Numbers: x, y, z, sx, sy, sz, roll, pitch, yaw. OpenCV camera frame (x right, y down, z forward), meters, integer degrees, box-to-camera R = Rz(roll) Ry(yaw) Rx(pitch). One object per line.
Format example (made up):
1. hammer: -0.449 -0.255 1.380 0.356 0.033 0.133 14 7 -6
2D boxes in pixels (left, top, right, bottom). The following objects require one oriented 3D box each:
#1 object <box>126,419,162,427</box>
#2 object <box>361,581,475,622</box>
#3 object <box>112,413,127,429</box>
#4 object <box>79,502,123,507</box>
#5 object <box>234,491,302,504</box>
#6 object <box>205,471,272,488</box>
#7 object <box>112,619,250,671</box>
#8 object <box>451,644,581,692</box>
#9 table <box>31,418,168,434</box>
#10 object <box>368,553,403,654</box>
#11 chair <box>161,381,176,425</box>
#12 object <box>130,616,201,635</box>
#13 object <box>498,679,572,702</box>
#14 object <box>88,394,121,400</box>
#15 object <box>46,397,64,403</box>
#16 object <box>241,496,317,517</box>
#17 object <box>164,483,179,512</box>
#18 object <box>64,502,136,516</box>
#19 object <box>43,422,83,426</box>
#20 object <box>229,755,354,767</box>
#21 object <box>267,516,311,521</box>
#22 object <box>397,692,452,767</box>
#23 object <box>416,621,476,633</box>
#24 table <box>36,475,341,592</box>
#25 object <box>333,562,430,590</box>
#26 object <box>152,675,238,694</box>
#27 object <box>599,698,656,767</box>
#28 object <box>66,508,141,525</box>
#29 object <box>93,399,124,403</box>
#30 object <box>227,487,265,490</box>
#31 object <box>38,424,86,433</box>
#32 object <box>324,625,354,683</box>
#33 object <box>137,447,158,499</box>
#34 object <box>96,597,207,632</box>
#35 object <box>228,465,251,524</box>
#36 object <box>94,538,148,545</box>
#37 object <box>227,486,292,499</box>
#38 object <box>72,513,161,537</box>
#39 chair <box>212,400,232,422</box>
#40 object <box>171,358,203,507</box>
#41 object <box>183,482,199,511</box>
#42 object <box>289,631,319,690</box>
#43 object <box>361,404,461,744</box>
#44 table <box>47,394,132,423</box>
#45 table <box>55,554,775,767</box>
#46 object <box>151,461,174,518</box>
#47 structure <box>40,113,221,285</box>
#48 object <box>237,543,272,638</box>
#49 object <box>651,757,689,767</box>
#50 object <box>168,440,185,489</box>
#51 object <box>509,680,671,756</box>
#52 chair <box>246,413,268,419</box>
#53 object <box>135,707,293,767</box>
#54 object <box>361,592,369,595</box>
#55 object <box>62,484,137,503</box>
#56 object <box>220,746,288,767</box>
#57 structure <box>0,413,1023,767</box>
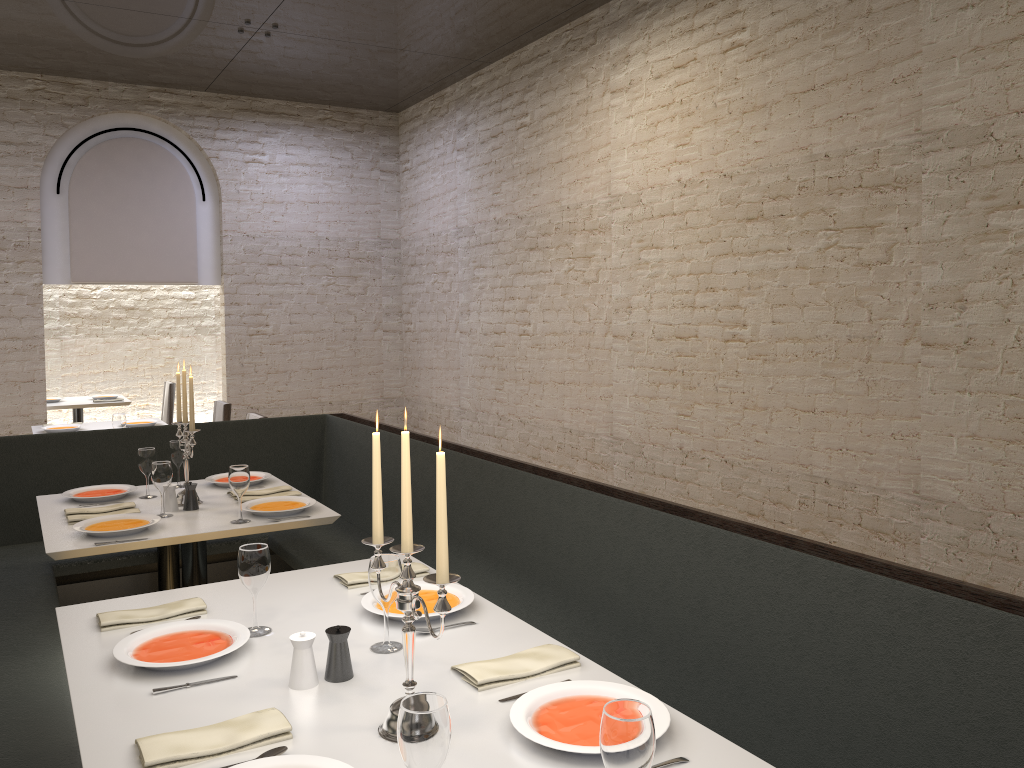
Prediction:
1. object: -2.903 0.311 6.908 0.321 0.036 0.322 1 5 16
2. object: -0.266 0.625 2.518 0.322 0.036 0.322 -4 5 -34
3. object: -2.508 0.306 5.660 0.086 0.230 0.086 -1 2 0
4. object: -1.846 0.539 3.989 0.185 0.010 0.017 -3 5 -30
5. object: -1.119 0.520 4.066 0.273 0.033 0.143 -3 5 -30
6. object: -1.375 0.485 4.459 0.322 0.036 0.322 1 5 19
7. object: -0.818 0.657 2.205 0.322 0.036 0.322 -4 5 -34
8. object: 0.009 0.662 2.090 0.273 0.033 0.143 -3 5 -30
9. table: -3.130 0.719 6.794 0.937 0.759 1.012 -3 4 -30
10. object: -0.317 0.550 2.227 0.086 0.230 0.086 -2 3 -18
11. chair: -3.902 0.443 9.479 0.566 0.904 0.412 -2 3 -30
12. object: -0.934 0.651 2.392 0.181 0.015 0.038 -3 5 -28
13. object: 0.054 0.676 1.952 0.185 0.010 0.017 -3 5 -30
14. object: -4.256 0.141 9.270 0.321 0.036 0.322 0 5 5
15. object: -4.724 0.168 9.006 0.321 0.036 0.322 0 5 5
16. object: -1.005 0.532 3.811 0.322 0.036 0.322 3 6 36
17. object: -1.486 0.493 3.854 0.069 0.126 0.069 0 3 12
18. object: -1.797 0.545 3.864 0.273 0.033 0.143 -3 5 -30
19. object: -3.524 0.323 6.950 0.273 0.033 0.143 -3 5 -30
20. object: -0.396 0.710 1.467 0.321 0.036 0.322 -2 5 -10
21. object: -0.918 0.551 3.652 0.181 0.015 0.038 -3 5 -28
22. object: -0.137 0.613 1.395 0.086 0.230 0.086 -2 3 -30
23. object: -0.176 0.645 2.354 0.181 0.015 0.038 -3 5 -28
24. table: -1.483 0.921 3.979 1.101 0.759 1.190 -3 4 -30
25. object: -0.417 0.609 2.837 0.273 0.033 0.143 -3 5 -30
26. object: -0.720 0.681 2.018 0.185 0.010 0.017 -3 5 -30
27. object: 0.178 0.612 1.361 0.086 0.230 0.086 0 2 12
28. object: -1.720 0.555 3.730 0.273 0.033 0.143 -3 5 -30
29. object: -4.079 0.171 8.957 0.273 0.033 0.143 -3 5 -30
30. object: -1.289 0.505 4.301 0.181 0.015 0.038 -3 5 -28
31. object: -3.371 0.338 6.644 0.321 0.036 0.322 1 5 16
32. object: -0.402 0.621 2.052 0.069 0.126 0.069 -3 3 -36
33. object: -1.702 0.416 4.135 0.086 0.230 0.087 0 2 6
34. object: -1.015 0.643 2.496 0.273 0.033 0.143 -3 5 -30
35. object: -1.112 0.450 3.618 0.086 0.230 0.087 0 2 6
36. object: -1.462 0.587 3.316 0.185 0.010 0.017 -3 5 -30
37. object: -1.196 0.511 4.200 0.273 0.033 0.143 -3 5 -30
38. object: -1.557 0.564 3.499 0.322 0.036 0.322 3 6 36
39. chair: -2.567 0.611 7.143 0.566 0.904 0.412 -2 3 -30
40. object: -1.467 0.211 3.981 0.131 0.656 0.391 -2 3 -19
41. object: -1.404 0.490 3.873 0.069 0.126 0.069 0 3 12
42. object: -0.475 0.625 2.014 0.069 0.126 0.069 -3 3 -36
43. object: -0.210 0.370 1.781 0.131 0.656 0.391 -2 3 -19
44. table: -4.483 0.549 9.156 0.937 0.759 1.012 -3 4 -30
45. table: -0.216 1.080 1.759 1.101 0.758 2.542 -3 5 -30
46. object: -1.477 0.445 3.741 0.086 0.230 0.087 0 2 6
47. structure: -3.720 -1.814 8.706 1.634 1.672 0.098 -3 3 -30
48. object: -0.682 0.545 2.349 0.086 0.230 0.086 -2 3 -18
49. object: 0.250 0.698 1.607 0.181 0.015 0.038 -3 5 -28
50. object: -1.650 0.396 4.381 0.086 0.230 0.086 1 3 30
51. object: 0.156 0.678 1.779 0.321 0.036 0.322 -2 5 -10
52. chair: -2.004 0.682 6.157 0.566 0.904 0.412 -2 3 -30
53. object: -0.588 0.697 1.750 0.273 0.033 0.143 -3 5 -30
54. object: -0.373 0.622 2.698 0.185 0.010 0.017 -3 5 -30
55. object: -1.927 0.517 4.147 0.322 0.036 0.322 -4 5 -34
56. object: -0.508 0.705 1.646 0.181 0.015 0.038 -3 5 -28
57. structure: 0.581 1.057 0.398 2.373 0.999 10.762 -3 5 -30
